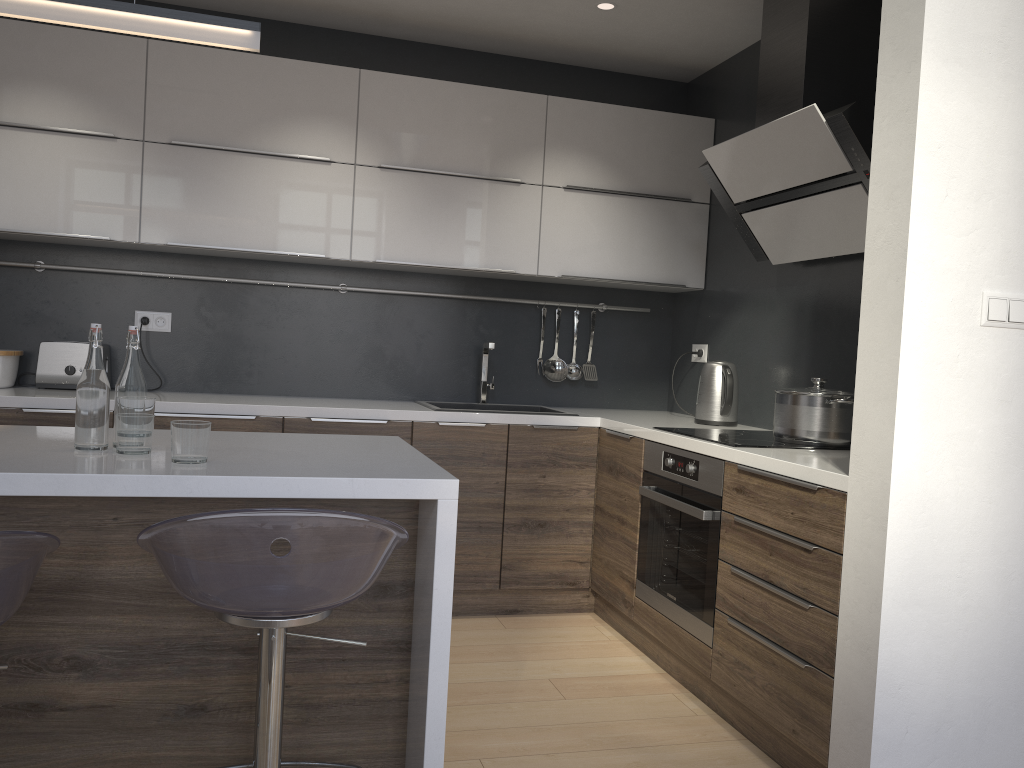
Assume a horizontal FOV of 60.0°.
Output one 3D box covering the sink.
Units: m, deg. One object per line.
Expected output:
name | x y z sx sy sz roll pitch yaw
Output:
sink | -0.082 0.077 3.933 0.626 0.518 0.512 3 2 -16

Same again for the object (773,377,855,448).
object | 1.040 0.089 3.024 0.288 0.223 0.315 4 2 25

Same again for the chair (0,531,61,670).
chair | -1.021 0.602 1.465 0.434 0.787 0.475 5 3 37

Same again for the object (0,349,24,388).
object | -2.154 -0.067 3.509 0.380 0.148 0.263 3 2 -16

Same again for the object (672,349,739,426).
object | 0.844 0.006 3.876 0.179 0.318 0.590 3 2 -9

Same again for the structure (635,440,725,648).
structure | 0.811 0.531 3.123 0.584 0.588 0.587 3 2 -16

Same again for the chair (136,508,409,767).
chair | -0.445 0.604 1.629 0.475 0.838 0.434 3 2 -18

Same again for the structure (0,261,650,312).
structure | -0.761 -0.432 3.999 3.000 0.045 0.050 3 2 -16

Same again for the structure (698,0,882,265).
structure | 1.024 -0.955 3.101 0.407 0.998 0.898 3 2 -16

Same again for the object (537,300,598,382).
object | 0.267 -0.203 4.296 0.320 0.389 0.069 3 2 -15

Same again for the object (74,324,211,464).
object | -0.757 0.015 1.825 0.323 0.267 0.148 5 3 39

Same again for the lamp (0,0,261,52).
lamp | -1.025 -1.148 1.843 0.998 0.756 0.020 3 2 -16

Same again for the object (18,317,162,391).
object | -1.742 -0.133 3.663 0.562 0.319 0.191 3 2 -16

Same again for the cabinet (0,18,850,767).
cabinet | -1.116 -0.304 2.687 4.694 2.501 2.402 3 2 -16

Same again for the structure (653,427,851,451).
structure | 0.874 0.191 3.124 0.550 0.006 0.600 3 2 -16
